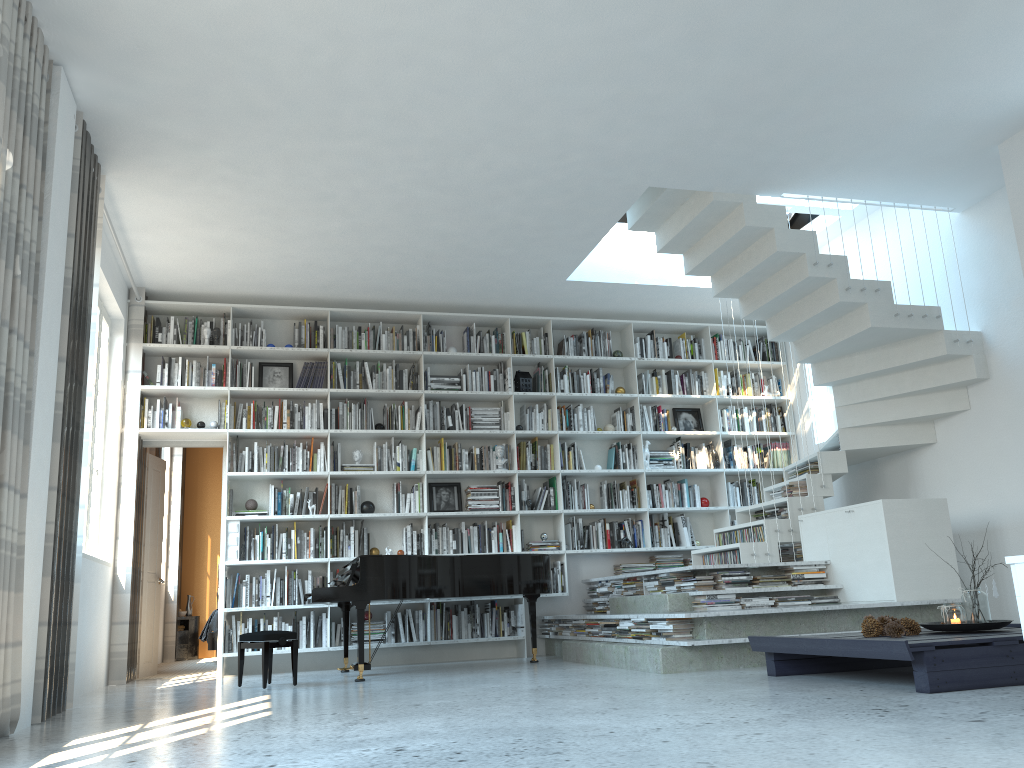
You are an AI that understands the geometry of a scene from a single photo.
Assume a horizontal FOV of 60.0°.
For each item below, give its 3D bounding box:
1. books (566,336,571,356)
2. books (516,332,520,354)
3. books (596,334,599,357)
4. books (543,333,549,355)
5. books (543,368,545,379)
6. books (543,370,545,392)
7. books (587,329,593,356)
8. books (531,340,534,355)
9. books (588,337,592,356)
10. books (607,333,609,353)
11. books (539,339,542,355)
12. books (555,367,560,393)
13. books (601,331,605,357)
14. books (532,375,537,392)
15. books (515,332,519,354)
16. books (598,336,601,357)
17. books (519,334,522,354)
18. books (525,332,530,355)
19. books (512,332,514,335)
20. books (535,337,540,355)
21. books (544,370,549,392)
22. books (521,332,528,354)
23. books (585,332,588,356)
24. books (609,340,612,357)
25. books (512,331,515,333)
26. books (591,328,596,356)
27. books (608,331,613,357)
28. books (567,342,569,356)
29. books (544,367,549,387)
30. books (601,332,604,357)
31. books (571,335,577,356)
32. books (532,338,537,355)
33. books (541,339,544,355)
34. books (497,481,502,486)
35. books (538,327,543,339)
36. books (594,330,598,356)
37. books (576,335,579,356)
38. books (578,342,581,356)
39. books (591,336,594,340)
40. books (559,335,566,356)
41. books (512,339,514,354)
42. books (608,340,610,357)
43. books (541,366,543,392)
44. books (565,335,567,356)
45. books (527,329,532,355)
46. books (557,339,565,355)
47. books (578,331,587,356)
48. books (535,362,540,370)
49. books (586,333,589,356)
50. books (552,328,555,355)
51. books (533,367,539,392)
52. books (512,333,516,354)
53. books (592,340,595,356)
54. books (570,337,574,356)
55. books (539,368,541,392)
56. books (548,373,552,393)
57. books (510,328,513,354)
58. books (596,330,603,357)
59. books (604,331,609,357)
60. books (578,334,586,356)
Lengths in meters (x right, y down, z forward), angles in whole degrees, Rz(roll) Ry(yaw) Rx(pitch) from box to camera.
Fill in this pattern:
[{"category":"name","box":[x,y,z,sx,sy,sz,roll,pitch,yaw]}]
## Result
[{"category":"books","box":[0.540,-0.331,8.708,0.013,0.229,0.174,1,-14,-15]},{"category":"books","box":[0.049,-0.353,8.590,0.008,0.261,0.142,1,-14,-15]},{"category":"books","box":[0.828,-0.344,8.806,0.008,0.274,0.163,1,-14,-15]},{"category":"books","box":[0.315,-0.349,8.643,0.029,0.252,0.186,1,-14,-15]},{"category":"books","box":[0.291,-0.003,8.587,0.013,0.288,0.132,1,-14,-15]},{"category":"books","box":[0.291,0.006,8.555,0.005,0.254,0.159,1,-14,-15]},{"category":"books","box":[0.758,-0.365,8.786,0.006,0.311,0.179,1,-14,-15]},{"category":"books","box":[0.180,-0.315,8.602,0.022,0.179,0.173,1,-14,-15]},{"category":"books","box":[0.749,-0.327,8.768,0.018,0.230,0.160,1,-14,-15]},{"category":"books","box":[0.926,-0.348,8.819,0.008,0.278,0.181,1,-14,-15]},{"category":"books","box":[0.251,-0.320,8.642,0.025,0.203,0.162,1,-14,-15]},{"category":"books","box":[0.426,-0.004,8.597,0.012,0.284,0.160,1,-14,-15]},{"category":"books","box":[0.890,-0.360,8.849,0.008,0.320,0.134,1,-14,-15]},{"category":"books","box":[0.221,0.029,8.547,0.019,0.213,0.156,1,-14,-15]},{"category":"books","box":[0.031,-0.355,8.577,0.034,0.260,0.158,1,-14,-15]},{"category":"books","box":[0.844,-0.333,8.807,0.024,0.251,0.150,1,-14,-15]},{"category":"books","box":[0.065,-0.344,8.573,0.015,0.233,0.171,1,-14,-15]},{"category":"books","box":[0.138,-0.356,8.622,0.030,0.274,0.152,1,-14,-15]},{"category":"books","box":[0.005,-0.356,8.568,0.006,0.259,0.166,1,-14,-15]},{"category":"books","box":[0.230,-0.330,8.617,0.031,0.212,0.170,1,-14,-15]},{"category":"books","box":[0.316,0.006,8.547,0.013,0.247,0.186,1,-14,-15]},{"category":"books","box":[0.104,-0.352,8.589,0.054,0.254,0.191,1,-14,-15]},{"category":"books","box":[0.713,-0.353,8.790,0.017,0.294,0.139,1,-14,-15]},{"category":"books","box":[0.955,-0.312,8.822,0.014,0.208,0.188,1,-14,-15]},{"category":"books","box":[0.008,-0.362,8.582,0.007,0.278,0.150,1,-14,-15]},{"category":"books","box":[0.789,-0.373,8.795,0.007,0.328,0.184,1,-14,-15]},{"category":"books","box":[0.962,-0.359,8.838,0.006,0.305,0.164,1,-14,-15]},{"category":"books","box":[0.528,-0.306,8.711,0.009,0.183,0.160,1,-14,-15]},{"category":"books","box":[0.330,-0.006,8.591,0.005,0.291,0.131,1,-14,-15]},{"category":"books","box":[0.882,-0.354,8.826,0.019,0.298,0.137,1,-14,-15]},{"category":"books","box":[0.594,-0.339,8.739,0.030,0.254,0.161,1,-14,-15]},{"category":"books","box":[0.202,-0.324,8.612,0.024,0.201,0.180,1,-14,-15]},{"category":"books","box":[0.276,-0.317,8.640,0.022,0.193,0.182,1,-14,-15]},{"category":"books","box":[-0.110,1.052,8.208,0.011,0.298,0.130,1,-14,-15]},{"category":"books","box":[0.285,-0.378,8.677,0.012,0.329,0.129,1,-14,-15]},{"category":"books","box":[0.805,-0.362,8.779,0.015,0.298,0.183,1,-14,-15]},{"category":"books","box":[0.618,-0.339,8.748,0.021,0.255,0.169,1,-14,-15]},{"category":"books","box":[0.640,-0.302,8.763,0.031,0.190,0.132,1,-14,-15]},{"category":"books","box":[0.783,-0.335,8.785,0.008,0.250,0.170,1,-14,-15]},{"category":"books","box":[0.498,-0.338,8.702,0.009,0.243,0.173,1,-14,-15]},{"category":"books","box":[-0.013,-0.321,8.565,0.015,0.192,0.160,1,-14,-15]},{"category":"books","box":[0.937,-0.313,8.827,0.018,0.214,0.158,1,-14,-15]},{"category":"books","box":[0.271,-0.012,8.544,0.021,0.287,0.179,1,-14,-15]},{"category":"books","box":[0.505,-0.336,8.713,0.011,0.243,0.173,1,-14,-15]},{"category":"books","box":[0.161,-0.371,8.614,0.010,0.296,0.168,1,-14,-15]},{"category":"books","box":[0.474,-0.321,8.684,0.046,0.206,0.183,1,-14,-15]},{"category":"books","box":[0.696,-0.355,8.774,0.024,0.291,0.168,1,-14,-15]},{"category":"books","box":[0.249,-0.032,8.566,0.025,0.338,0.143,1,-14,-15]},{"category":"books","box":[0.731,-0.349,8.789,0.007,0.284,0.160,1,-14,-15]},{"category":"books","box":[0.375,-0.372,8.665,0.019,0.303,0.176,1,-14,-15]},{"category":"books","box":[0.235,-0.007,8.525,0.021,0.271,0.191,1,-14,-15]},{"category":"books","box":[0.003,-0.350,8.550,0.007,0.239,0.192,1,-14,-15]},{"category":"books","box":[0.776,-0.315,8.761,0.018,0.200,0.189,1,-14,-15]},{"category":"books","box":[0.566,-0.326,8.728,0.028,0.225,0.164,1,-14,-15]},{"category":"books","box":[0.247,-0.003,8.542,0.022,0.271,0.182,1,-14,-15]},{"category":"books","box":[0.347,0.024,8.551,0.008,0.213,0.224,1,-14,-15]},{"category":"books","box":[-0.025,-0.374,8.568,0.007,0.297,0.181,1,-14,-15]},{"category":"books","box":[0.860,-0.361,8.810,0.008,0.306,0.183,1,-14,-15]},{"category":"books","box":[0.914,-0.355,8.824,0.013,0.296,0.189,1,-14,-15]},{"category":"books","box":[0.678,-0.345,8.741,0.028,0.257,0.185,1,-14,-15]}]
